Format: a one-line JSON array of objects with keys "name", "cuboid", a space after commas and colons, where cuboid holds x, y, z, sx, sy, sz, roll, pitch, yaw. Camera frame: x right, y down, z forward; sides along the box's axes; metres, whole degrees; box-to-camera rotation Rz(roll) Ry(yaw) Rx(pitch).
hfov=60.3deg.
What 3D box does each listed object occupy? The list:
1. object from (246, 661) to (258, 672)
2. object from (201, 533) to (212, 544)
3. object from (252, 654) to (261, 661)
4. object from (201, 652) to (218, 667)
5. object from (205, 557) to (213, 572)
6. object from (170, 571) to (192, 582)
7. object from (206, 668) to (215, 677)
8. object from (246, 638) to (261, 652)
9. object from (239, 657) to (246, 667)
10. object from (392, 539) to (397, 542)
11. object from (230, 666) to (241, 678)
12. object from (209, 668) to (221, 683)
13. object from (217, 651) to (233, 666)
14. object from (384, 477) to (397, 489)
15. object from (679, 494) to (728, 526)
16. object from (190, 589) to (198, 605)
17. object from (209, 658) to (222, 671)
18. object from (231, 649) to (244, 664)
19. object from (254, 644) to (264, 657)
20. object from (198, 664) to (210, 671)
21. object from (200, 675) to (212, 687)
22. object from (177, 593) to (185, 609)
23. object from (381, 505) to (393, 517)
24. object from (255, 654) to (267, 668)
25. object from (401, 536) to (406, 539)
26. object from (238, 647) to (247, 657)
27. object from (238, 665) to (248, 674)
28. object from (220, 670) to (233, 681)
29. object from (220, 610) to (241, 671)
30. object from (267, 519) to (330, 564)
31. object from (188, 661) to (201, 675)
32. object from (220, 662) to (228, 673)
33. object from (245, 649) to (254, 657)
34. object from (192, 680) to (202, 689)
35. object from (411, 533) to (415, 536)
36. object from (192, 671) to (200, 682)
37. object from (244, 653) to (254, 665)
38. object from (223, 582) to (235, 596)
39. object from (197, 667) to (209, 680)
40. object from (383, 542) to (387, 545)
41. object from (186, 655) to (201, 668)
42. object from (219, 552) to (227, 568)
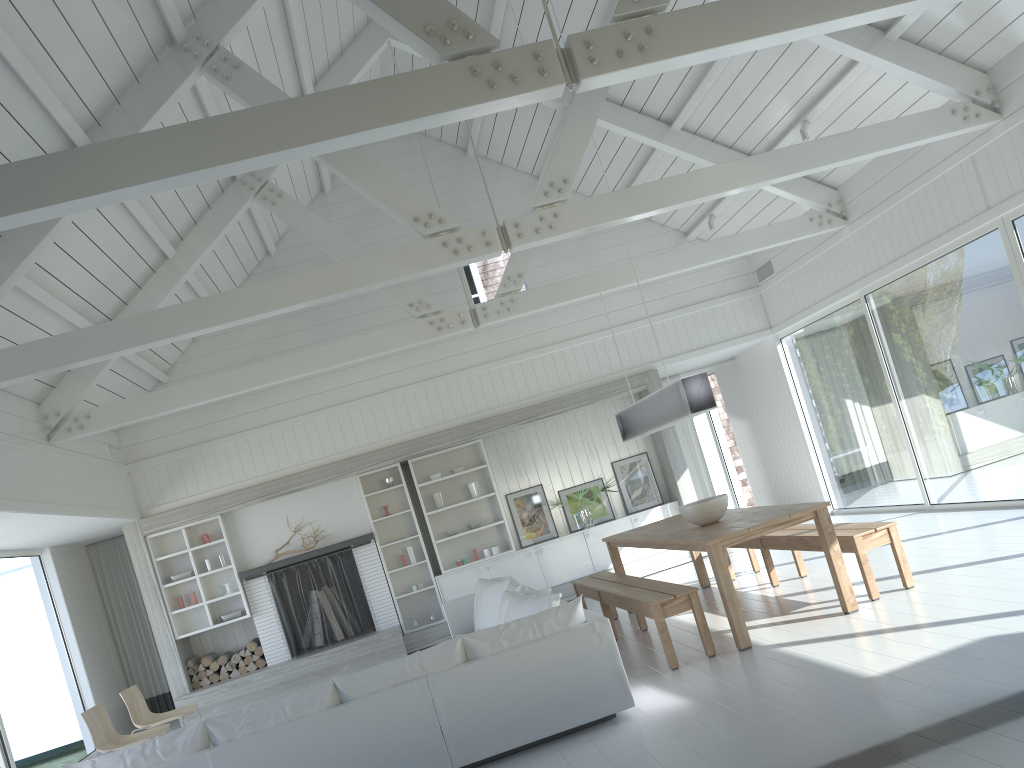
[{"name": "object", "cuboid": [-3.076, 3.357, 10.550, 0.133, 0.146, 0.553, -16, -7, -10]}, {"name": "object", "cuboid": [-3.588, 1.815, 10.350, 0.235, 0.126, 0.058, -21, -4, 36]}, {"name": "object", "cuboid": [-3.029, 3.238, 10.540, 0.080, 0.079, 0.483, -16, -7, -11]}, {"name": "object", "cuboid": [-3.588, 3.270, 10.471, 0.109, 0.110, 0.500, -16, -7, -11]}, {"name": "object", "cuboid": [-3.564, 2.105, 10.345, 0.054, 0.196, 0.055, -17, -2, -8]}, {"name": "object", "cuboid": [-3.866, 2.258, 10.311, 0.239, 0.072, 0.246, -14, -7, -24]}, {"name": "object", "cuboid": [-3.543, 3.385, 10.463, 0.080, 0.079, 0.483, -16, -7, -11]}, {"name": "object", "cuboid": [-3.083, 3.118, 10.548, 0.109, 0.110, 0.500, -16, -7, -11]}, {"name": "object", "cuboid": [-3.193, 3.298, 10.508, 0.079, 0.079, 0.483, -16, -7, -11]}, {"name": "object", "cuboid": [-1.430, 1.907, 10.728, 0.054, 0.025, 0.055, -16, -6, -9]}, {"name": "object", "cuboid": [-3.259, 3.429, 10.521, 0.133, 0.146, 0.553, -16, -7, -10]}, {"name": "object", "cuboid": [-3.495, 3.459, 10.472, 0.109, 0.110, 0.500, -16, -7, -11]}, {"name": "object", "cuboid": [-3.411, 3.264, 10.494, 0.108, 0.109, 0.500, -16, -7, -11]}, {"name": "object", "cuboid": [-1.487, 1.207, 10.750, 0.163, 0.124, 0.160, -19, -5, 23]}, {"name": "object", "cuboid": [1.513, 0.999, 6.866, 0.386, 0.185, 0.395, -15, -6, -18]}, {"name": "object", "cuboid": [-3.723, 2.482, 10.301, 0.054, 0.196, 0.055, -17, -2, -8]}, {"name": "object", "cuboid": [-3.498, 3.325, 10.479, 0.108, 0.109, 0.500, -16, -7, -11]}, {"name": "object", "cuboid": [-3.258, 3.248, 10.516, 0.108, 0.109, 0.500, -16, -7, -11]}, {"name": "object", "cuboid": [-2.999, 3.177, 10.555, 0.108, 0.109, 0.500, -16, -7, -11]}, {"name": "object", "cuboid": [-3.643, 3.328, 10.446, 0.079, 0.079, 0.483, -16, -7, -11]}, {"name": "object", "cuboid": [-3.591, 3.505, 10.472, 0.133, 0.146, 0.553, -16, -7, -10]}, {"name": "object", "cuboid": [-3.866, 2.523, 10.279, 0.054, 0.196, 0.055, -17, -2, -8]}, {"name": "object", "cuboid": [-1.529, 1.551, 10.751, 0.139, 0.130, 0.135, -20, -5, 33]}, {"name": "object", "cuboid": [-2.981, 3.312, 10.550, 0.109, 0.110, 0.500, -16, -7, -11]}, {"name": "object", "cuboid": [-1.325, 1.884, 10.799, 0.054, 0.025, 0.055, -16, -6, -9]}, {"name": "object", "cuboid": [-3.192, 3.187, 10.515, 0.086, 0.091, 0.484, -16, -7, -11]}, {"name": "object", "cuboid": [-3.170, 3.389, 10.527, 0.107, 0.106, 0.520, -16, -7, -11]}, {"name": "object", "cuboid": [-3.389, 3.430, 10.495, 0.104, 0.114, 0.522, -16, -7, -11]}, {"name": "object", "cuboid": [-3.322, 3.050, 10.483, 0.337, 0.642, 0.622, -16, -4, -24]}, {"name": "object", "cuboid": [-2.508, 1.765, 10.365, 0.772, 0.501, 0.465, -13, -6, -39]}, {"name": "object", "cuboid": [-3.734, 3.362, 10.445, 0.108, 0.109, 0.500, -16, -7, -11]}, {"name": "object", "cuboid": [-3.395, 3.356, 10.478, 0.079, 0.079, 0.483, -16, -7, -11]}, {"name": "object", "cuboid": [-3.128, 3.180, 10.524, 0.079, 0.079, 0.483, -16, -7, -11]}, {"name": "object", "cuboid": [-3.685, 3.536, 10.450, 0.107, 0.106, 0.520, -16, -7, -11]}, {"name": "object", "cuboid": [-1.219, 1.861, 10.869, 0.054, 0.025, 0.055, -16, -6, -9]}, {"name": "object", "cuboid": [-3.708, 3.445, 10.431, 0.079, 0.079, 0.483, -16, -7, -11]}, {"name": "object", "cuboid": [-3.115, 3.273, 10.533, 0.108, 0.109, 0.500, -16, -7, -11]}, {"name": "object", "cuboid": [-3.330, 2.404, 10.356, 0.135, 0.130, 0.139, -15, -5, -22]}, {"name": "object", "cuboid": [-3.629, 3.420, 10.456, 0.108, 0.109, 0.500, -16, -7, -11]}, {"name": "object", "cuboid": [-1.535, 1.930, 10.657, 0.054, 0.025, 0.055, -16, -6, -9]}, {"name": "object", "cuboid": [-3.775, 3.279, 10.432, 0.079, 0.079, 0.483, -16, -7, -11]}, {"name": "object", "cuboid": [-3.407, 2.060, 10.369, 0.054, 0.196, 0.055, -17, -2, -8]}]
